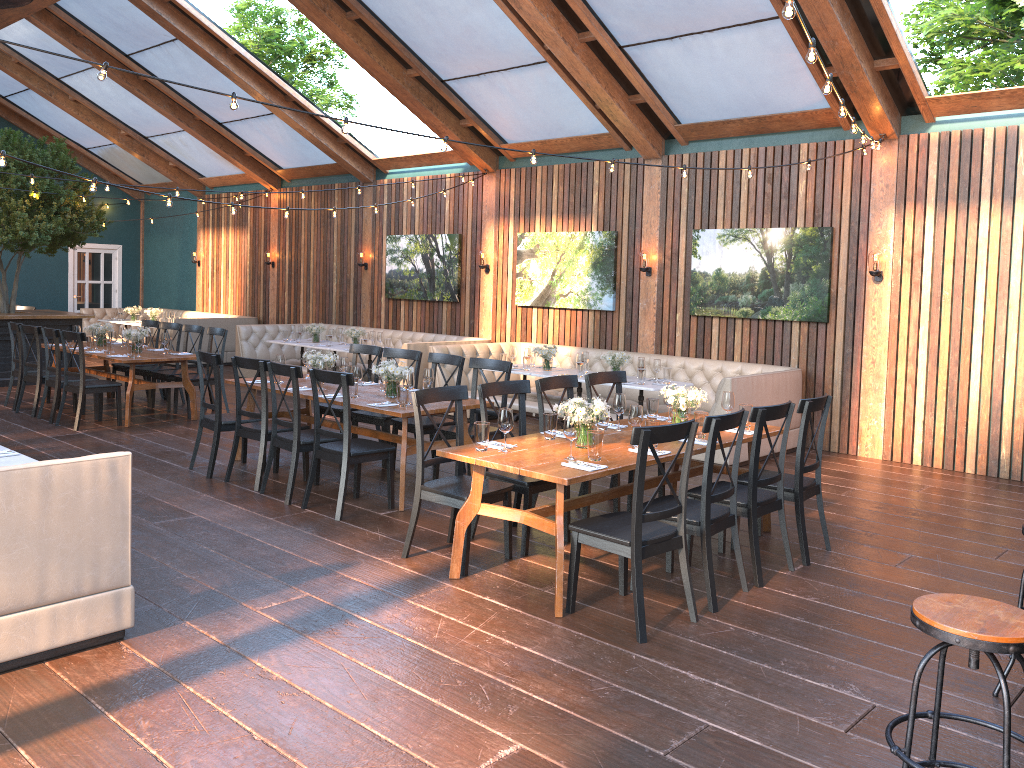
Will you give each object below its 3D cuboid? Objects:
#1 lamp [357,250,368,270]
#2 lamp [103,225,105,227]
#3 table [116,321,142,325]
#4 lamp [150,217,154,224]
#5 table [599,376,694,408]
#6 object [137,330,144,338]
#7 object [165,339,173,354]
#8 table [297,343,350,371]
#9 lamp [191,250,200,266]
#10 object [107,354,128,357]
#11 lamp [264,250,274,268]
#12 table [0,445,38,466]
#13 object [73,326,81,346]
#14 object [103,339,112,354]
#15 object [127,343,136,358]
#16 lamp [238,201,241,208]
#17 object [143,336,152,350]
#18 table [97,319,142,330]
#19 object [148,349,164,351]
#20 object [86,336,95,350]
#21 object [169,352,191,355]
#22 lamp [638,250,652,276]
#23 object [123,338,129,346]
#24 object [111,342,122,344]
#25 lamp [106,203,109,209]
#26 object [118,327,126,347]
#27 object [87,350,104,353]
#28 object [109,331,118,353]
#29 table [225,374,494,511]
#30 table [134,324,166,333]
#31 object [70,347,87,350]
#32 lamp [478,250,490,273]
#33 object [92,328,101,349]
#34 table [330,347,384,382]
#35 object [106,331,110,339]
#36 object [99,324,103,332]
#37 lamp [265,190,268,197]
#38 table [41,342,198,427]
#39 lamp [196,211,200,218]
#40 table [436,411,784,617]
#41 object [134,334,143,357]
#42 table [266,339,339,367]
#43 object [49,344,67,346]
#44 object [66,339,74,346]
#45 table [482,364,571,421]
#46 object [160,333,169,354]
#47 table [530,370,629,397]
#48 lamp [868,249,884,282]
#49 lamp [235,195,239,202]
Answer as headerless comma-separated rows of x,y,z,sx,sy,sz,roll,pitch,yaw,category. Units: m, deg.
-2.440,-2.019,14.395,0.146,0.319,0.178,5,5,42,lamp
-6.921,-2.722,15.000,0.056,0.120,0.056,3,4,19,lamp
-7.037,-0.843,16.952,0.801,0.670,0.800,6,7,43,table
-6.241,-2.839,15.342,0.056,0.120,0.056,3,4,20,lamp
1.344,0.313,9.253,0.801,0.670,0.800,6,7,42,table
-4.411,-0.520,10.471,0.092,0.243,0.092,1,3,-5,object
-3.965,-0.431,10.208,0.092,0.157,0.092,1,4,-11,object
-2.579,-0.228,12.857,0.801,0.670,0.800,6,7,43,table
-6.480,-2.577,18.107,0.146,0.319,0.178,5,5,42,lamp
-4.293,-0.312,9.702,0.158,0.019,0.255,8,9,42,object
-4.459,-2.298,16.251,0.146,0.319,0.178,5,5,42,lamp
-2.970,0.736,4.565,0.801,0.670,0.800,6,7,42,table
-5.355,-0.596,10.886,0.092,0.243,0.092,2,3,0,object
-4.570,-0.423,9.987,0.092,0.157,0.092,0,4,-21,object
-4.131,-0.365,9.602,0.092,0.157,0.092,1,4,-11,object
-4.923,-3.245,16.008,0.074,0.114,0.056,-2,5,-41,lamp
-4.375,-0.492,10.615,0.092,0.157,0.092,2,4,9,object
-7.637,-0.925,17.503,0.801,0.670,0.800,6,7,42,table
-4.234,-0.408,10.530,0.158,0.019,0.255,8,9,42,object
-4.936,-0.478,10.356,0.092,0.157,0.092,-2,5,-41,object
-3.803,-0.348,10.133,0.158,0.019,0.255,8,9,42,object
1.606,-1.461,10.678,0.146,0.319,0.178,5,5,42,lamp
-4.786,-0.548,10.957,0.092,0.157,0.092,0,4,-21,object
-5.060,-0.521,11.283,0.158,0.019,0.255,8,9,42,object
-8.805,-3.879,19.279,0.056,0.120,0.056,3,4,25,lamp
-4.779,-0.573,10.852,0.092,0.243,0.092,5,4,40,object
-4.720,-0.371,10.097,0.158,0.019,0.255,8,9,42,object
-4.565,-0.483,10.128,0.092,0.243,0.092,-2,5,-44,object
-1.365,0.415,7.459,2.439,0.727,0.952,8,8,42,table
-6.437,-0.760,16.401,0.801,0.670,0.800,6,7,41,table
-5.088,-0.424,10.451,0.158,0.019,0.255,8,9,42,object
-0.404,-1.739,12.525,0.146,0.319,0.178,5,5,42,lamp
-4.924,-0.535,10.478,0.092,0.243,0.092,5,4,40,object
-1.979,-0.145,12.306,0.801,0.670,0.800,6,7,42,table
-5.199,-0.606,11.375,0.092,0.157,0.092,0,4,-21,object
-5.244,-0.633,11.232,0.092,0.243,0.092,3,4,23,object
-4.459,-3.463,16.097,0.056,0.119,0.056,1,4,-18,lamp
-4.683,-0.043,10.507,2.439,0.727,0.952,8,8,42,table
-5.570,-3.007,15.682,0.066,0.117,0.056,3,4,19,lamp
0.733,0.700,5.565,0.953,0.727,2.435,7,8,42,table
-4.114,-0.425,9.747,0.092,0.243,0.092,-2,5,-44,object
-3.179,-0.311,13.408,0.801,0.670,0.800,6,7,41,table
-5.545,-0.484,10.845,0.158,0.019,0.255,8,9,42,object
-5.370,-0.538,10.753,0.092,0.157,0.092,-1,4,-31,object
0.144,0.148,10.355,0.801,0.670,0.800,6,7,41,table
-3.970,-0.463,10.109,0.092,0.243,0.092,0,4,-22,object
0.744,0.230,9.804,0.801,0.670,0.800,6,7,43,table
3.629,-1.183,8.821,0.146,0.319,0.178,5,5,42,lamp
-4.796,-3.240,15.432,0.064,0.118,0.057,-1,5,-39,lamp
